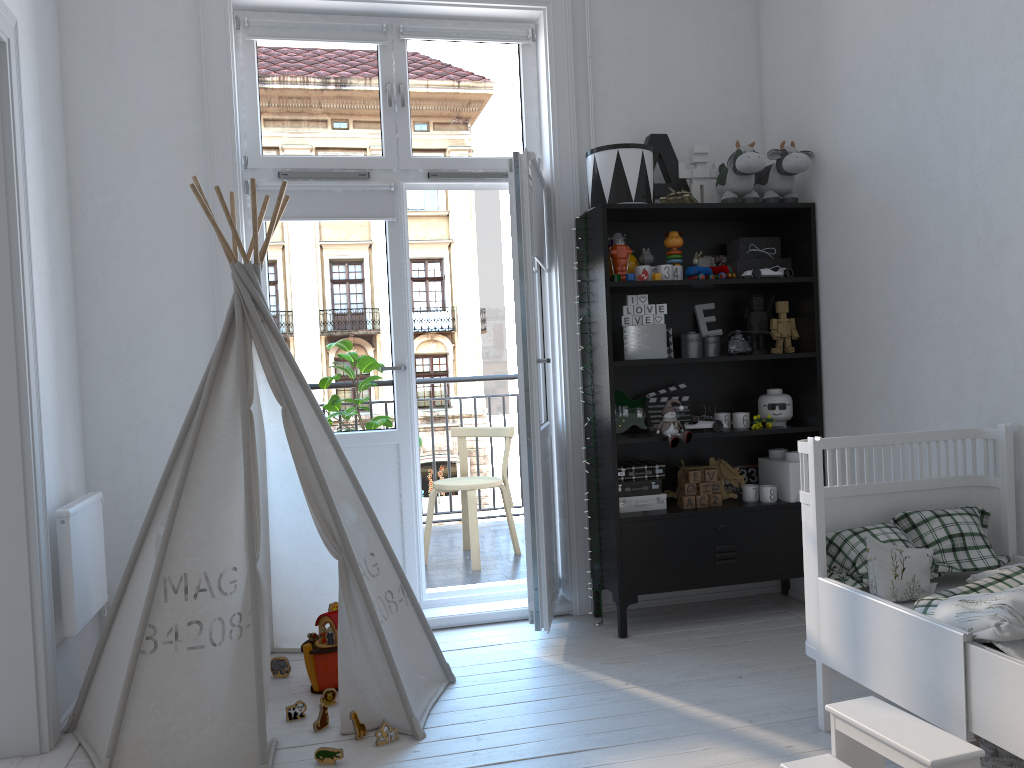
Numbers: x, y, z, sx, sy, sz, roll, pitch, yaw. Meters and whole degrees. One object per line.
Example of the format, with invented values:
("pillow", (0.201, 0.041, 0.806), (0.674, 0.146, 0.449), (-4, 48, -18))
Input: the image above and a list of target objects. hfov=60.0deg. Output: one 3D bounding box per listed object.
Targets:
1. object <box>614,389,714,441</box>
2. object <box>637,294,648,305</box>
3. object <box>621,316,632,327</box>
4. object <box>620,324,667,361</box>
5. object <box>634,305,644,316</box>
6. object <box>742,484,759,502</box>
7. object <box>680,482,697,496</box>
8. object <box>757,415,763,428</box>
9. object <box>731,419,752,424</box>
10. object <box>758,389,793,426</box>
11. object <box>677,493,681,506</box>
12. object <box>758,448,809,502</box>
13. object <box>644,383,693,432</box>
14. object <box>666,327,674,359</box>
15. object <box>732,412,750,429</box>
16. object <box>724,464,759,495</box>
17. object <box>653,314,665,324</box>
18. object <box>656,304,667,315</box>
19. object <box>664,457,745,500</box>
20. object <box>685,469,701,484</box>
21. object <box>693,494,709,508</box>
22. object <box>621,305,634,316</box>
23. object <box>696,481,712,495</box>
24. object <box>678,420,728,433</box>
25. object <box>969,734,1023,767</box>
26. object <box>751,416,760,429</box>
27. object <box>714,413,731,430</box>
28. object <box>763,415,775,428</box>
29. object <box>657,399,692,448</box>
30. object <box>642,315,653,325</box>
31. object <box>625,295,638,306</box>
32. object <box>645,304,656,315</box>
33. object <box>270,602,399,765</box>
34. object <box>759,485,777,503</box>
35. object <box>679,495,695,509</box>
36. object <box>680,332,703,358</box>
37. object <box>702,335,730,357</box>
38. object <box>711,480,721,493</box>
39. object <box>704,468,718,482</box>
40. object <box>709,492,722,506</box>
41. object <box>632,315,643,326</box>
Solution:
("object", (0.615, 0.132, 3.759), (0.542, 0.239, 0.093), (-3, 1, -12))
("object", (0.514, -0.332, 3.508), (0.040, 0.040, 0.040), (-3, 1, -3))
("object", (0.453, -0.248, 3.512), (0.040, 0.040, 0.040), (-3, 1, 2))
("object", (0.526, -0.165, 3.548), (0.170, 0.138, 0.124), (-3, 1, 2))
("object", (0.503, -0.291, 3.509), (0.040, 0.040, 0.040), (-3, 1, 7))
("object", (0.989, 0.453, 3.674), (0.067, 0.067, 0.067), (-3, 1, 1))
("object", (0.718, 0.426, 3.610), (0.050, 0.050, 0.050), (-3, 1, -13))
("object", (1.019, 0.154, 3.665), (0.042, 0.054, 0.031), (-3, 1, -13))
("object", (0.951, 0.165, 3.810), (0.163, 0.034, 0.069), (-3, 1, -13))
("object", (1.109, 0.101, 3.737), (0.139, 0.162, 0.139), (-4, 2, -38))
("object", (0.711, 0.476, 3.645), (0.050, 0.050, 0.050), (-3, 1, -13))
("object", (1.161, 0.378, 3.739), (0.132, 0.199, 0.267), (-3, 1, -13))
("object", (0.660, 0.099, 3.742), (0.200, 0.199, 0.048), (-3, 2, -13))
("object", (0.648, -0.172, 3.771), (0.070, 0.135, 0.028), (-3, 2, -13))
("object", (0.943, 0.152, 3.647), (0.067, 0.067, 0.067), (-3, 1, 1))
("object", (0.946, 0.423, 3.871), (0.347, 0.120, 0.034), (-3, 1, -13))
("object", (0.582, -0.254, 3.508), (0.040, 0.040, 0.040), (-2, 1, 17))
("object", (0.593, -0.295, 3.506), (0.040, 0.040, 0.040), (-2, 1, 12))
("object", (0.816, 0.403, 3.749), (0.337, 0.186, 0.111), (-3, 1, 2))
("object", (0.735, 0.376, 3.605), (0.050, 0.050, 0.050), (-3, 1, -13))
("object", (0.765, 0.474, 3.601), (0.050, 0.050, 0.050), (-3, 1, -8))
("object", (0.457, -0.289, 3.511), (0.040, 0.040, 0.040), (-3, 1, -3))
("object", (0.778, 0.423, 3.603), (0.050, 0.050, 0.050), (-3, 1, -13))
("object", (0.761, 0.171, 3.613), (0.230, 0.048, 0.098), (-2, 1, 12))
("object", (1.090, 0.906, 2.022), (0.215, 0.148, 0.240), (-3, 1, -6))
("object", (0.990, 0.157, 3.603), (0.031, 0.054, 0.042), (-2, 2, 37))
("object", (0.874, 0.154, 3.679), (0.067, 0.067, 0.067), (-3, 1, 1))
("object", (1.055, 0.153, 3.643), (0.042, 0.054, 0.031), (-2, 2, 32))
("object", (0.634, 0.152, 3.463), (0.110, 0.186, 0.129), (-3, 2, -26))
("object", (0.536, -0.252, 3.509), (0.040, 0.040, 0.040), (-3, 1, 2))
("object", (0.472, -0.330, 3.509), (0.040, 0.040, 0.040), (-3, 1, -8))
("object", (0.548, -0.293, 3.508), (0.040, 0.040, 0.040), (-2, 1, 17))
("object", (-0.540, 0.898, 2.852), (0.385, 0.284, 0.856), (-3, 1, -21))
("object", (1.050, 0.451, 3.632), (0.067, 0.067, 0.067), (-3, 1, 1))
("object", (0.708, 0.477, 3.588), (0.050, 0.050, 0.050), (-3, 1, -13))
("object", (0.762, -0.166, 3.763), (0.095, 0.110, 0.095), (-3, 1, -8))
("object", (0.878, -0.162, 3.704), (0.078, 0.091, 0.246), (-3, 1, -18))
("object", (0.824, 0.421, 3.642), (0.050, 0.050, 0.050), (-3, 1, -13))
("object", (0.812, 0.372, 3.625), (0.050, 0.050, 0.050), (-3, 1, 7))
("object", (0.830, 0.471, 3.616), (0.050, 0.050, 0.050), (-2, 1, 17))
("object", (0.492, -0.250, 3.519), (0.040, 0.040, 0.040), (-3, 1, -8))
